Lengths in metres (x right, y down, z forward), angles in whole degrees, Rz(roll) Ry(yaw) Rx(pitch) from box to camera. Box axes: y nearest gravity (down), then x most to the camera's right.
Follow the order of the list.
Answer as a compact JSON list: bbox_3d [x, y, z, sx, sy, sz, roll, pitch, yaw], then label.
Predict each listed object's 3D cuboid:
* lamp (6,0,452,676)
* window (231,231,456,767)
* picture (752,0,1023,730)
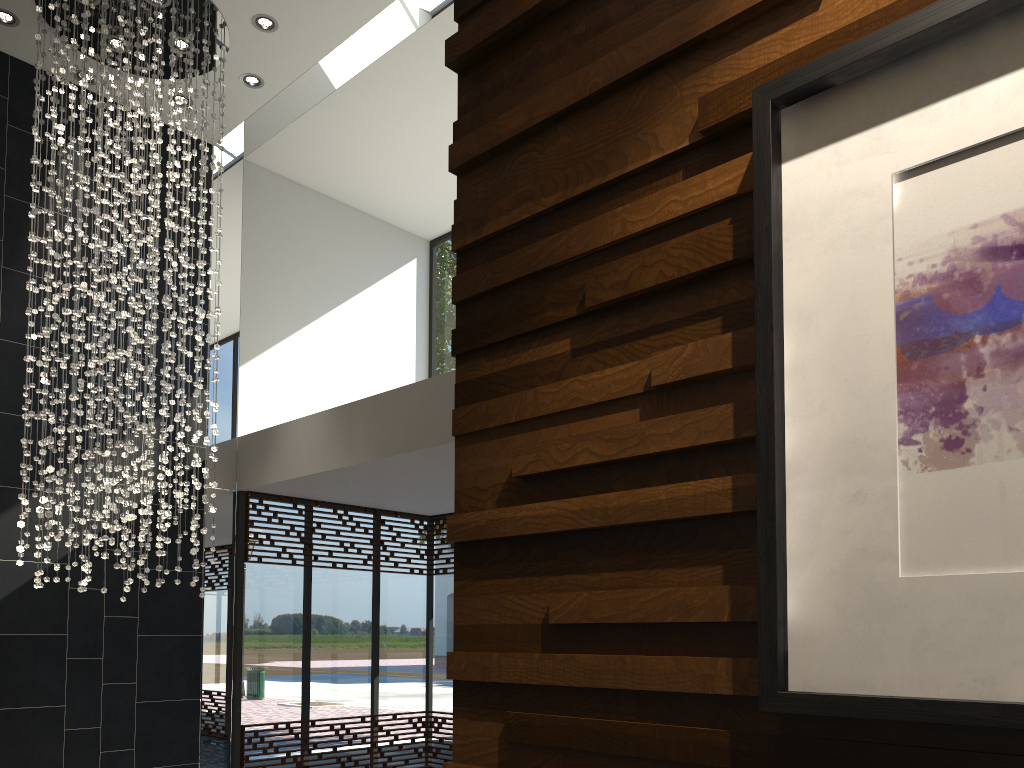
[{"bbox_3d":[-5.440,-45.339,2.360,401.198,110.432,412.993,6,-16,-20],"label":"lamp"},{"bbox_3d":[0.514,0.460,6.658,6.246,5.838,2.385,-10,-10,43],"label":"window"},{"bbox_3d":[0.582,-0.060,0.793,0.775,0.750,0.034,-9,-9,43],"label":"picture"}]
